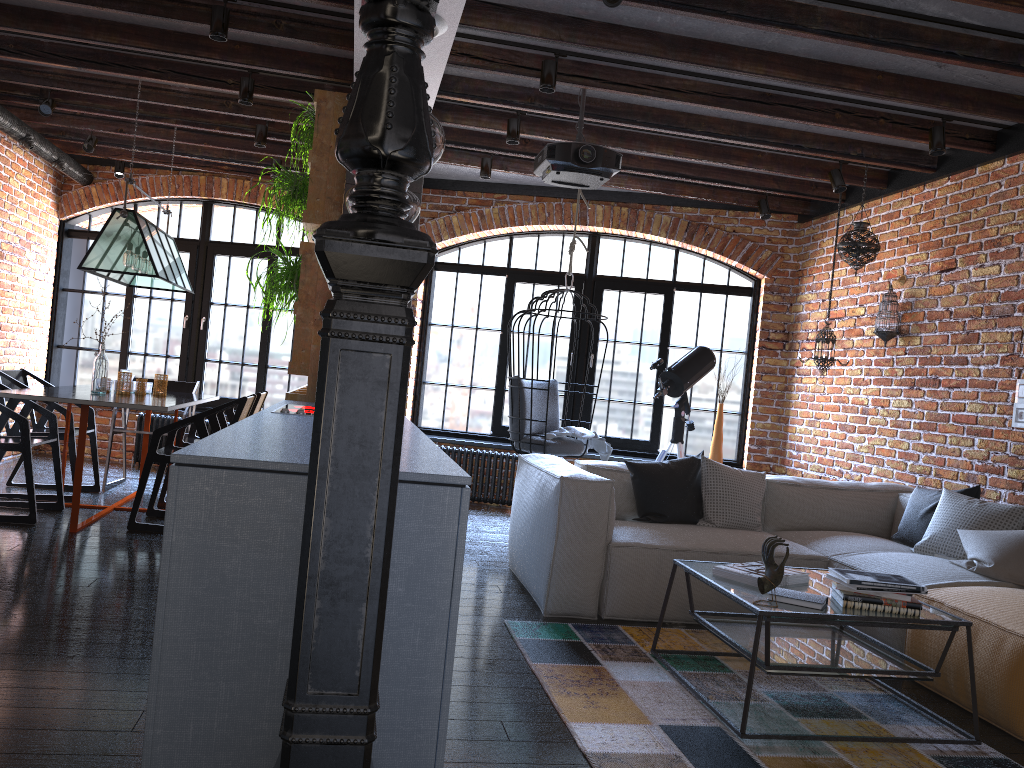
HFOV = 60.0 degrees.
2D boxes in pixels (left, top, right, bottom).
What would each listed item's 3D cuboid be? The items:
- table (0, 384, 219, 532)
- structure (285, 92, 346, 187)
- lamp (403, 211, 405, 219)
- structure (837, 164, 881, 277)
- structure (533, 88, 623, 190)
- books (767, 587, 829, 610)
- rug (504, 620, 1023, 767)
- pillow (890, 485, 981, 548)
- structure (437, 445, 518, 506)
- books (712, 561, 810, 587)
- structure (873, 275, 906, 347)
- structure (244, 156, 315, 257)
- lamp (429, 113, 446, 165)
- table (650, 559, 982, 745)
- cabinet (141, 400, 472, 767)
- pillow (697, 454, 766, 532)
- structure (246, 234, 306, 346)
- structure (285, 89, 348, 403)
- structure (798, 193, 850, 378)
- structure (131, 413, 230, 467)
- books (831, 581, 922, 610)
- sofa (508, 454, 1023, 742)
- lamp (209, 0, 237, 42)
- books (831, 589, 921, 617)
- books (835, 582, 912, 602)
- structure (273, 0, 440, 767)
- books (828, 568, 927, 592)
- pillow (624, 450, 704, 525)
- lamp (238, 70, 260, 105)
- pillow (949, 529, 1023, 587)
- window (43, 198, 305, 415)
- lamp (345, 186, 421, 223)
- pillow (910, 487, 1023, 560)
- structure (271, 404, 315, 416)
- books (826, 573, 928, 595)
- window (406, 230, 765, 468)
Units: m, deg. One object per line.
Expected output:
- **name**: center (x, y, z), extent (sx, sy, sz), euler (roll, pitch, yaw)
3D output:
- **table**: center (-2.500, 0.430, 5.628), extent (0.905, 0.737, 1.887), euler (6, 0, -10)
- **structure**: center (-1.010, -1.337, 5.024), extent (0.571, 0.620, 0.422), euler (6, 0, -21)
- **lamp**: center (-0.528, -0.949, 3.734), extent (0.194, 0.955, 0.198), euler (6, 0, 20)
- **structure**: center (2.265, -1.084, 5.746), extent (0.265, 0.779, 0.273), euler (6, 0, 29)
- **structure**: center (0.378, -1.500, 4.805), extent (0.409, 0.816, 0.464), euler (6, 0, -10)
- **books**: center (0.963, 0.720, 2.987), extent (0.181, 0.029, 0.129), euler (6, 0, 27)
- **rug**: center (0.867, 1.127, 2.863), extent (1.432, 0.013, 2.364), euler (6, 0, -10)
- **pillow**: center (2.199, 0.690, 4.630), extent (0.263, 0.400, 0.510), euler (6, 0, -16)
- **structure**: center (-0.450, 0.764, 7.378), extent (1.115, 0.476, 0.106), euler (6, 0, 7)
- **books**: center (0.937, 0.714, 3.335), extent (0.309, 0.038, 0.225), euler (6, 0, -40)
- **structure**: center (2.466, -0.481, 5.801), extent (0.169, 0.482, 0.169), euler (6, 0, -10)
- **structure**: center (-1.208, -0.988, 4.981), extent (0.571, 0.620, 0.422), euler (5, 0, -41)
- **lamp**: center (-0.397, -1.081, 3.159), extent (0.364, 0.665, 0.364), euler (5, 0, -27)
- **table**: center (1.063, 0.936, 3.232), extent (0.842, 0.389, 0.848), euler (6, 0, -10)
- **cabinet**: center (-0.685, 0.560, 3.275), extent (0.607, 0.844, 2.960), euler (6, 0, -10)
- **pillow**: center (1.195, 0.595, 4.790), extent (0.543, 0.402, 0.250), euler (6, 0, -28)
- **structure**: center (-1.220, -0.509, 5.026), extent (0.422, 0.620, 0.570), euler (6, 0, 9)
- **structure**: center (-1.334, -0.431, 6.218), extent (0.206, 2.381, 2.829), euler (6, 0, -10)
- **structure**: center (2.228, -0.753, 6.164), extent (0.389, 1.437, 0.338), euler (6, 0, -10)
- **structure**: center (-2.766, 0.536, 7.708), extent (1.115, 0.476, 0.106), euler (6, 0, 7)
- **books**: center (1.250, 0.728, 3.053), extent (0.251, 0.023, 0.209), euler (6, 0, 9)
- **sofa**: center (1.490, 0.867, 3.670), extent (2.536, 0.697, 3.300), euler (6, 0, -11)
- **lamp**: center (-1.361, -1.717, 4.163), extent (0.116, 0.184, 0.082), euler (6, 0, 40)
- **books**: center (1.246, 0.750, 3.054), extent (0.247, 0.024, 0.209), euler (6, 0, 9)
- **books**: center (1.256, 0.707, 3.076), extent (0.239, 0.023, 0.190), euler (6, 0, 24)
- **structure**: center (3.224, 0.163, 3.558), extent (8.516, 2.394, 0.481), euler (6, 0, -29)
- **books**: center (1.254, 0.673, 3.056), extent (0.268, 0.014, 0.196), euler (6, 0, 1)
- **pillow**: center (0.861, 0.549, 4.754), extent (0.539, 0.417, 0.238), euler (6, 0, -21)
- **lamp**: center (-1.543, -1.736, 5.185), extent (0.082, 0.184, 0.113), euler (5, 0, -44)
- **pillow**: center (2.201, 0.735, 3.913), extent (0.485, 0.314, 0.358), euler (6, 0, 33)
- **window**: center (-2.831, -0.722, 8.016), extent (3.144, 2.233, 0.177), euler (6, 0, 7)
- **lamp**: center (-0.609, -1.062, 4.309), extent (0.367, 0.747, 0.367), euler (6, 0, 43)
- **pillow**: center (2.205, 0.706, 4.287), extent (0.293, 0.354, 0.495), euler (5, 0, -25)
- **structure**: center (-0.758, 0.138, 3.862), extent (0.504, 0.057, 0.763), euler (6, 0, -10)
- **books**: center (1.252, 0.688, 3.056), extent (0.268, 0.014, 0.196), euler (6, 0, -12)
- **window**: center (0.631, -0.381, 7.758), extent (3.293, 2.233, 0.177), euler (6, 0, 7)
